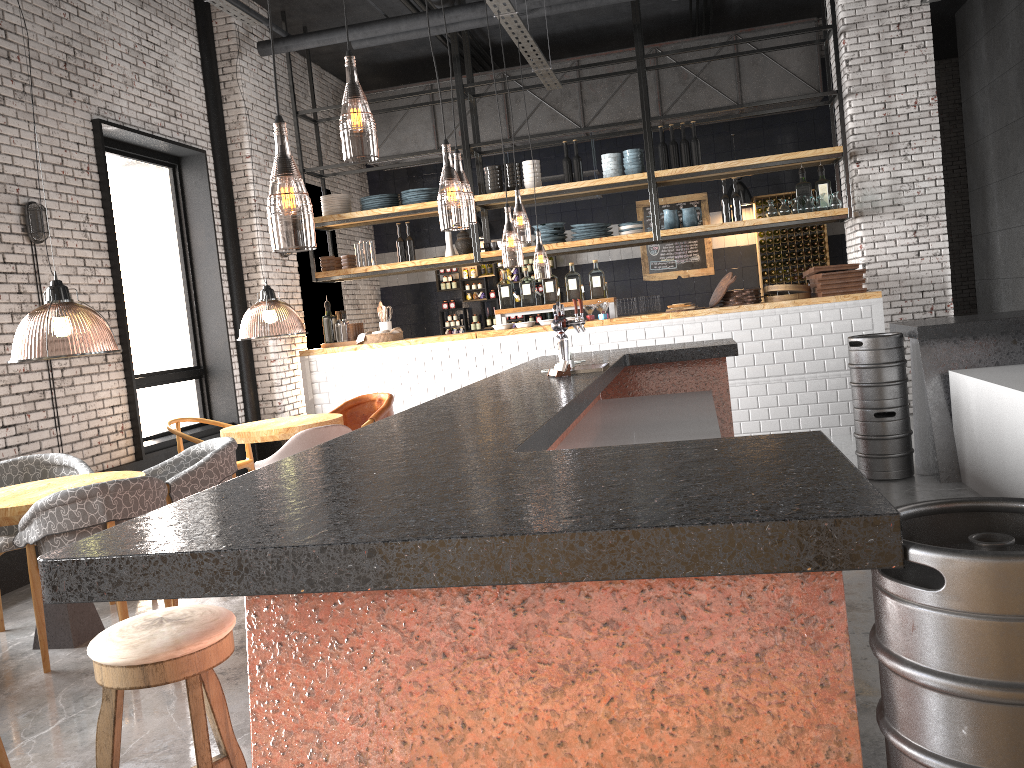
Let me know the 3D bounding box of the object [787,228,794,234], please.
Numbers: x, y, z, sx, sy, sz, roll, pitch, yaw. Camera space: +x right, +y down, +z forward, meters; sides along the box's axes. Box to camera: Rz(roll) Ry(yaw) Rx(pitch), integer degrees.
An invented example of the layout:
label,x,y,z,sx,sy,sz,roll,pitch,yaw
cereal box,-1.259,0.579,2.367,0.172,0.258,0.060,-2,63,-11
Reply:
label,x,y,z,sx,sy,sz,roll,pitch,yaw
object,3.706,-2.034,11.773,0.079,0.079,0.284,-5,4,12

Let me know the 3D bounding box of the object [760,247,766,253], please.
label,x,y,z,sx,sy,sz,roll,pitch,yaw
object,3.367,-1.796,11.896,0.079,0.079,0.284,-5,4,12

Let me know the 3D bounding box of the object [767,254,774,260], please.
label,x,y,z,sx,sy,sz,roll,pitch,yaw
object,3.471,-1.701,11.887,0.079,0.079,0.284,-5,4,12

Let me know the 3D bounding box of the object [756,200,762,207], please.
label,x,y,z,sx,sy,sz,roll,pitch,yaw
object,3.294,-2.418,11.826,0.079,0.079,0.284,-5,4,12

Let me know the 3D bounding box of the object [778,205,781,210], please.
label,x,y,z,sx,sy,sz,roll,pitch,yaw
object,3.585,-2.341,11.793,0.079,0.079,0.284,-5,4,12

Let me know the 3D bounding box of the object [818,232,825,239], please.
label,x,y,z,sx,sy,sz,roll,pitch,yaw
object,4.089,-1.965,11.720,0.079,0.079,0.284,-5,4,12

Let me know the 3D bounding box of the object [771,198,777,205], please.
label,x,y,z,sx,sy,sz,roll,pitch,yaw
object,3.482,-2.437,11.806,0.079,0.079,0.284,-5,4,12

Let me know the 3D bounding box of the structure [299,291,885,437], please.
label,x,y,z,sx,sy,sz,roll,pitch,yaw
structure,0.797,-0.007,9.523,5.798,1.344,1.513,-5,4,12

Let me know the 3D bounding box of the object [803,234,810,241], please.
label,x,y,z,sx,sy,sz,roll,pitch,yaw
object,3.905,-1.948,11.759,0.079,0.079,0.284,-5,4,12

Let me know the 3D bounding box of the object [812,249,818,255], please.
label,x,y,z,sx,sy,sz,roll,pitch,yaw
object,4.022,-1.750,11.767,0.079,0.079,0.284,-5,4,12

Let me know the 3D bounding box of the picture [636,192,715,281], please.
label,x,y,z,sx,sy,sz,roll,pitch,yaw
picture,2.274,-2.038,12.372,0.980,1.141,0.021,-5,3,12

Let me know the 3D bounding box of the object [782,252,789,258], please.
label,x,y,z,sx,sy,sz,roll,pitch,yaw
object,3.647,-1.713,11.806,0.079,0.079,0.284,-5,4,12

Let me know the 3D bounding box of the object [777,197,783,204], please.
label,x,y,z,sx,sy,sz,roll,pitch,yaw
object,3.577,-2.447,11.806,0.079,0.079,0.284,-5,4,12

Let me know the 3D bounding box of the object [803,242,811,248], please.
label,x,y,z,sx,sy,sz,roll,pitch,yaw
object,3.912,-1.842,11.746,0.079,0.079,0.284,-5,4,12

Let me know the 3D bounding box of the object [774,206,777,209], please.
label,x,y,z,sx,sy,sz,roll,pitch,yaw
object,3.489,-2.331,11.793,0.079,0.079,0.284,-5,4,12

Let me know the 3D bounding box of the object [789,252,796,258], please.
label,x,y,z,sx,sy,sz,roll,pitch,yaw
object,3.739,-1.722,11.791,0.079,0.079,0.284,-5,4,12

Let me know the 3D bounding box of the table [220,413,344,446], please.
label,x,y,z,sx,sy,sz,roll,pitch,yaw
table,-1.750,0.702,6.947,0.933,0.809,0.932,-9,5,-35

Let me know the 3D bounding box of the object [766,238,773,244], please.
label,x,y,z,sx,sy,sz,roll,pitch,yaw
object,3.440,-1.905,11.833,0.079,0.079,0.284,-5,4,12

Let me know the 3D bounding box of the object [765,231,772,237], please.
label,x,y,z,sx,sy,sz,roll,pitch,yaw
object,3.430,-2.010,11.831,0.079,0.079,0.284,-5,4,12

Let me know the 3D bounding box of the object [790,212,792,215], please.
label,x,y,z,sx,sy,sz,roll,pitch,yaw
object,3.684,-2.243,11.761,0.079,0.079,0.284,-5,4,12

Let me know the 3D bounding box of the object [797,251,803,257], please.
label,x,y,z,sx,sy,sz,roll,pitch,yaw
object,3.838,-1.733,11.805,0.079,0.079,0.284,-5,4,12

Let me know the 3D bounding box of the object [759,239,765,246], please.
label,x,y,z,sx,sy,sz,roll,pitch,yaw
object,3.351,-1.898,11.866,0.079,0.079,0.284,-5,4,12

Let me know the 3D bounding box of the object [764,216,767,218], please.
label,x,y,z,sx,sy,sz,roll,pitch,yaw
object,3.412,-2.220,11.837,0.079,0.079,0.284,-5,4,12

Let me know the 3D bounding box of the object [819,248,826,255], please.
label,x,y,z,sx,sy,sz,roll,pitch,yaw
object,4.111,-1.757,11.732,0.079,0.079,0.284,-5,4,12

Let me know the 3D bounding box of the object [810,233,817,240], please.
label,x,y,z,sx,sy,sz,roll,pitch,yaw
object,4.000,-1.958,11.755,0.079,0.079,0.284,-5,4,12

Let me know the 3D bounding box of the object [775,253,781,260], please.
label,x,y,z,sx,sy,sz,roll,pitch,yaw
object,3.562,-1.708,11.863,0.079,0.079,0.284,-5,4,12

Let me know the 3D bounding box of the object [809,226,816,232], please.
label,x,y,z,sx,sy,sz,roll,pitch,yaw
object,3.989,-2.062,11.748,0.079,0.079,0.284,-5,4,12

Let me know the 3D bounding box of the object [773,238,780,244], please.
label,x,y,z,sx,sy,sz,roll,pitch,yaw
object,3.537,-1.915,11.836,0.079,0.079,0.284,-5,4,12

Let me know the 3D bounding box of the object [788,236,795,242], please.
label,x,y,z,sx,sy,sz,roll,pitch,yaw
object,3.724,-1.933,11.812,0.079,0.079,0.284,-5,4,12

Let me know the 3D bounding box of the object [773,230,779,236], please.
label,x,y,z,sx,sy,sz,roll,pitch,yaw
object,3.529,-2.021,11.845,0.079,0.079,0.284,-5,4,12

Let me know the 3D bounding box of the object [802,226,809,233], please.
label,x,y,z,sx,sy,sz,roll,pitch,yaw
object,3.898,-2.055,11.772,0.079,0.079,0.284,-5,4,12

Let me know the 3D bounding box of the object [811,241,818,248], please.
label,x,y,z,sx,sy,sz,roll,pitch,yaw
object,4.008,-1.852,11.746,0.079,0.079,0.284,-5,4,12

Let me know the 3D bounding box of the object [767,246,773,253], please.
label,x,y,z,sx,sy,sz,roll,pitch,yaw
object,3.456,-1.803,11.861,0.079,0.079,0.284,-5,4,12

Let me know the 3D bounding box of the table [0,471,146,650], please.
label,x,y,z,sx,sy,sz,roll,pitch,yaw
table,-2.360,0.947,4.626,0.933,0.809,0.932,-8,5,-31

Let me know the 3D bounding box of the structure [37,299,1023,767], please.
label,x,y,z,sx,sy,sz,roll,pitch,yaw
structure,1.789,0.208,4.111,4.308,1.531,5.886,-5,4,12

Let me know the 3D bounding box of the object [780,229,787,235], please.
label,x,y,z,sx,sy,sz,roll,pitch,yaw
object,3.618,-2.028,11.811,0.079,0.079,0.284,-5,4,12

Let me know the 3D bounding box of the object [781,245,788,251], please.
label,x,y,z,sx,sy,sz,roll,pitch,yaw
object,3.640,-1.819,11.823,0.079,0.079,0.284,-5,4,12

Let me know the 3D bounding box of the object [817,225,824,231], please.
label,x,y,z,sx,sy,sz,roll,pitch,yaw
object,4.076,-2.068,11.705,0.079,0.079,0.284,-5,4,12

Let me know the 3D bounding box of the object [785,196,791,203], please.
label,x,y,z,sx,sy,sz,roll,pitch,yaw
object,3.666,-2.453,11.768,0.079,0.079,0.284,-5,4,12

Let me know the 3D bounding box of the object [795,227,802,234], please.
label,x,y,z,sx,sy,sz,roll,pitch,yaw
object,3.802,-2.044,11.772,0.079,0.079,0.284,-5,4,12

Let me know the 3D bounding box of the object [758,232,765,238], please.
label,x,y,z,sx,sy,sz,roll,pitch,yaw
object,3.342,-2.003,11.869,0.079,0.079,0.284,-5,4,12

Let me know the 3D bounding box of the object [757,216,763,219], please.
label,x,y,z,sx,sy,sz,roll,pitch,yaw
object,3.324,-2.214,11.876,0.079,0.079,0.284,-5,4,12

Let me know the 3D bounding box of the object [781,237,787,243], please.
label,x,y,z,sx,sy,sz,roll,pitch,yaw
object,3.633,-1.926,11.836,0.079,0.079,0.284,-5,4,12

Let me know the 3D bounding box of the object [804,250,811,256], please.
label,x,y,z,sx,sy,sz,roll,pitch,yaw
object,3.923,-1.738,11.748,0.079,0.079,0.284,-5,4,12

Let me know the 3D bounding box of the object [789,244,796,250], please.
label,x,y,z,sx,sy,sz,roll,pitch,yaw
object,3.727,-1.825,11.781,0.079,0.079,0.284,-5,4,12

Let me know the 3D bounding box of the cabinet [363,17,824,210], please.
label,x,y,z,sx,sy,sz,roll,pitch,yaw
cabinet,0.973,-3.318,11.644,5.861,1.766,0.683,-5,4,12

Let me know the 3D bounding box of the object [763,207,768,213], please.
label,x,y,z,sx,sy,sz,roll,pitch,yaw
object,3.396,-2.322,11.809,0.079,0.079,0.284,-5,4,12

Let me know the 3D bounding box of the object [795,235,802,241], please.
label,x,y,z,sx,sy,sz,roll,pitch,yaw
object,3.816,-1.942,11.794,0.079,0.079,0.284,-5,4,12

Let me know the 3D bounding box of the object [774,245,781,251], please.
label,x,y,z,sx,sy,sz,roll,pitch,yaw
object,3.544,-1.809,11.823,0.079,0.079,0.284,-5,4,12

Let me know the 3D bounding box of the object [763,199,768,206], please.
label,x,y,z,sx,sy,sz,roll,pitch,yaw
object,3.393,-2.430,11.841,0.079,0.079,0.284,-5,4,12

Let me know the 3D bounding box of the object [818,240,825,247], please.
label,x,y,z,sx,sy,sz,roll,pitch,yaw
object,4.104,-1.863,11.746,0.079,0.079,0.284,-5,4,12

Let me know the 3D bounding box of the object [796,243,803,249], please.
label,x,y,z,sx,sy,sz,roll,pitch,yaw
object,3.824,-1.836,11.784,0.079,0.079,0.284,-5,4,12

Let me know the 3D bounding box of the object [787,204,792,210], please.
label,x,y,z,sx,sy,sz,roll,pitch,yaw
object,3.680,-2.350,11.788,0.079,0.079,0.284,-5,4,12

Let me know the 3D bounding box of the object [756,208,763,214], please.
label,x,y,z,sx,sy,sz,roll,pitch,yaw
object,3.312,-2.317,11.866,0.079,0.079,0.284,-5,4,12
